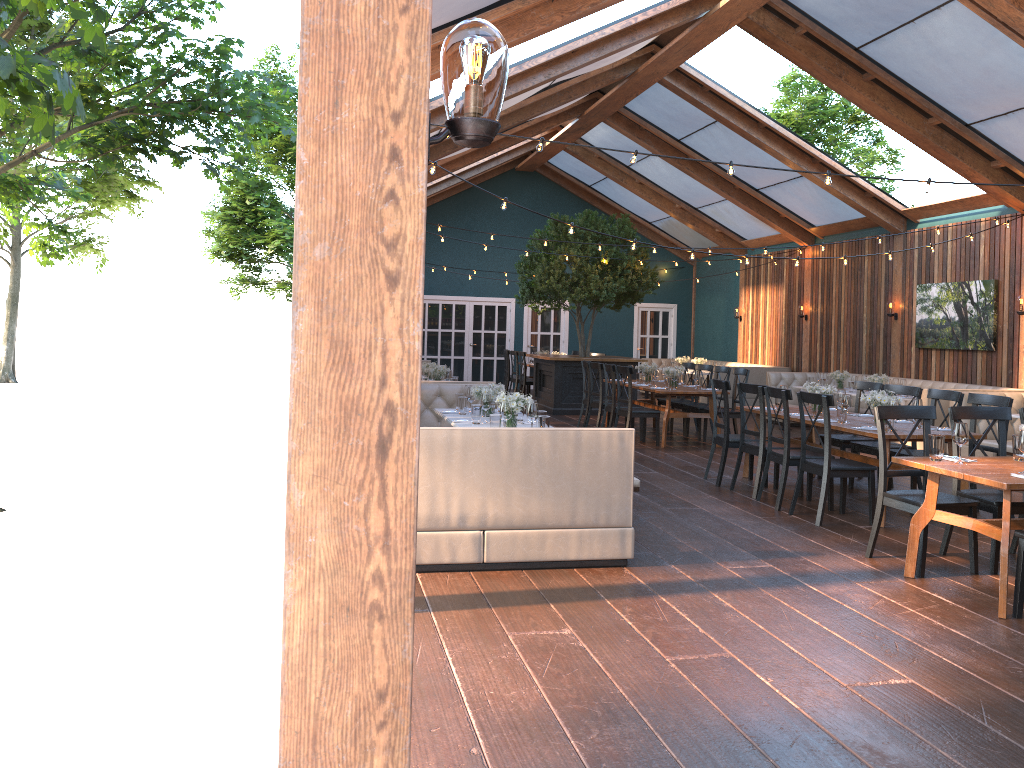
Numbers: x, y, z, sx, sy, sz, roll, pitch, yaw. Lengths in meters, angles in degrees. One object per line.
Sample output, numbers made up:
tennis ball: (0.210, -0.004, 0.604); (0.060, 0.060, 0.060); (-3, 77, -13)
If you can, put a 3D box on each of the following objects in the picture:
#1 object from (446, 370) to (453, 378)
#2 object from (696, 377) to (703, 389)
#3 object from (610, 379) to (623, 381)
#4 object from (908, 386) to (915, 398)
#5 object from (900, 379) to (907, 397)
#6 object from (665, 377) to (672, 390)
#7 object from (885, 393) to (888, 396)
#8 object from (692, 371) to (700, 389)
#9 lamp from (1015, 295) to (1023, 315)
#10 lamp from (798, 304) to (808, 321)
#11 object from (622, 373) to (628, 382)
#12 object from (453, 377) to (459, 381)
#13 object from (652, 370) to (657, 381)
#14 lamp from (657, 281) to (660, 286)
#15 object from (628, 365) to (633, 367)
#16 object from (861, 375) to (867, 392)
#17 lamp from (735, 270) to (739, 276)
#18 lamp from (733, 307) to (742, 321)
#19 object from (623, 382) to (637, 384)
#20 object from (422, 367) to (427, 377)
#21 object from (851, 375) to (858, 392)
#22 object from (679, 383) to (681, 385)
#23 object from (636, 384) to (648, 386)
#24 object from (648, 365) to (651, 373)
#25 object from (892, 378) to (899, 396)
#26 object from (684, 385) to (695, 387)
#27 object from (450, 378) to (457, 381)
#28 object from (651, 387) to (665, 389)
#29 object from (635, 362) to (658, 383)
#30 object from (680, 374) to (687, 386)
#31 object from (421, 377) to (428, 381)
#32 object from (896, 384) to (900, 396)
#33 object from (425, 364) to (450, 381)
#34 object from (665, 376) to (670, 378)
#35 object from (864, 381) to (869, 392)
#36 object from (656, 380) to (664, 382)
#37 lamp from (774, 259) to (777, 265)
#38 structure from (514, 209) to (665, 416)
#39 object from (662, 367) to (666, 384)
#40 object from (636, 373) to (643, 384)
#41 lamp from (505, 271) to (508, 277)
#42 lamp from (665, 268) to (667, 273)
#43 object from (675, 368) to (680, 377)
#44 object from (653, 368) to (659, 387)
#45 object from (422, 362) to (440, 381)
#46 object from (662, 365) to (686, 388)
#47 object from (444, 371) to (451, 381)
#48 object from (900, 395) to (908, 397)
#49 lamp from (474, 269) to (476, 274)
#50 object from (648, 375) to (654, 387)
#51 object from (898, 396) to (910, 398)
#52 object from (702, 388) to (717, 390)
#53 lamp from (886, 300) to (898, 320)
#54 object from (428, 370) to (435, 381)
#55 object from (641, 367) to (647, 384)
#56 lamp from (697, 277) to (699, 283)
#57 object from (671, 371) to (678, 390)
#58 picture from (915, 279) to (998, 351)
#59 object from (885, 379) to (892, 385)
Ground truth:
object: (-0.799, -0.053, 11.194); (0.092, 0.244, 0.092); (2, 0, 36)
object: (2.511, -0.014, 11.863); (0.092, 0.158, 0.092); (2, 1, 24)
object: (1.587, -0.059, 13.293); (0.255, 0.019, 0.158); (1, 4, -12)
object: (5.514, 0.108, 12.219); (0.092, 0.158, 0.092); (2, 1, 24)
object: (5.433, 0.058, 12.292); (0.092, 0.244, 0.092); (2, 0, 36)
object: (2.024, -0.003, 11.463); (0.092, 0.158, 0.092); (2, 1, 24)
object: (5.161, 0.097, 12.232); (0.092, 0.158, 0.092); (1, 1, -26)
object: (2.450, -0.054, 11.787); (0.092, 0.244, 0.092); (2, 0, 13)
lamp: (6.792, -1.025, 11.769); (0.178, 0.320, 0.146); (2, 0, -12)
lamp: (5.634, -1.392, 17.162); (0.178, 0.320, 0.146); (2, 0, -12)
object: (1.679, -0.116, 13.122); (0.092, 0.158, 0.092); (2, 1, 4)
object: (-0.728, -0.013, 11.275); (0.092, 0.158, 0.092); (1, 1, -26)
object: (2.178, -0.127, 13.531); (0.092, 0.158, 0.092); (2, 1, 14)
lamp: (2.920, -1.994, 17.595); (0.056, 0.121, 0.056); (1, 0, -36)
object: (1.769, -0.162, 13.223); (0.092, 0.244, 0.092); (2, 0, 36)
object: (5.277, -0.006, 13.261); (0.092, 0.244, 0.092); (2, 0, 36)
lamp: (4.424, -2.183, 17.387); (0.056, 0.118, 0.066); (1, 1, -36)
lamp: (5.057, -1.575, 19.850); (0.178, 0.320, 0.146); (2, 0, -12)
object: (1.732, -0.019, 12.707); (0.255, 0.019, 0.158); (1, 4, -12)
object: (-1.172, -0.099, 11.769); (0.092, 0.244, 0.092); (2, 0, 36)
object: (5.064, -0.002, 13.093); (0.092, 0.244, 0.092); (2, 0, 36)
object: (2.369, -0.003, 12.805); (0.255, 0.019, 0.158); (1, 4, -12)
object: (1.828, 0.015, 12.204); (0.255, 0.019, 0.158); (1, 4, -12)
object: (2.059, -0.168, 13.443); (0.092, 0.244, 0.092); (2, 0, -32)
object: (5.434, 0.044, 12.527); (0.092, 0.244, 0.092); (2, 0, 36)
object: (2.475, 0.029, 12.277); (0.255, 0.019, 0.158); (1, 4, -12)
object: (-0.719, 0.012, 10.886); (0.092, 0.158, 0.092); (2, 1, 24)
object: (1.948, 0.054, 11.634); (0.255, 0.019, 0.158); (1, 4, -12)
object: (1.999, -0.177, 13.040); (0.336, 0.309, 0.329); (1, 2, -17)
object: (2.411, -0.052, 12.432); (0.092, 0.158, 0.092); (2, 1, 44)
object: (-1.078, 0.001, 10.891); (0.092, 0.158, 0.092); (1, 1, -26)
object: (5.505, 0.083, 12.609); (0.092, 0.158, 0.092); (1, 1, -26)
object: (-0.961, -0.103, 11.405); (0.336, 0.309, 0.329); (2, 2, 4)
object: (2.273, -0.092, 12.950); (0.092, 0.158, 0.092); (2, 1, 14)
object: (5.348, 0.033, 13.343); (0.092, 0.158, 0.092); (1, 1, -26)
object: (2.236, -0.046, 13.371); (0.255, 0.019, 0.158); (1, 4, -12)
lamp: (5.148, -2.375, 17.293); (0.073, 0.115, 0.056); (2, 0, -6)
structure: (1.355, -1.351, 16.131); (2.714, 3.696, 2.854); (2, 1, -3)
object: (2.220, -0.126, 12.863); (0.092, 0.244, 0.092); (2, 0, -15)
object: (1.804, -0.077, 12.545); (0.092, 0.158, 0.092); (2, 1, -6)
lamp: (-0.133, -2.500, 20.097); (0.067, 0.118, 0.056); (2, 1, 32)
lamp: (3.873, -2.851, 22.222); (0.056, 0.121, 0.056); (1, 0, -30)
object: (2.300, -0.094, 12.338); (0.092, 0.244, 0.092); (2, 0, 30)
object: (1.976, -0.090, 12.148); (0.092, 0.244, 0.092); (2, 0, -9)
object: (-1.164, -0.167, 12.343); (0.336, 0.309, 0.329); (2, 2, 0)
object: (2.191, -0.108, 12.008); (0.329, 0.309, 0.336); (2, 2, 25)
object: (-0.800, -0.038, 10.958); (0.092, 0.244, 0.092); (2, 0, 36)
object: (5.585, 0.164, 12.464); (0.255, 0.019, 0.158); (1, 4, -12)
lamp: (-0.826, -2.503, 19.726); (0.056, 0.121, 0.056); (2, 0, 12)
object: (1.888, -0.042, 12.032); (0.092, 0.158, 0.092); (2, 1, 14)
object: (5.367, 0.178, 12.138); (0.157, 0.019, 0.255); (1, 4, -12)
object: (2.597, 0.068, 11.704); (0.255, 0.019, 0.158); (1, 4, -12)
lamp: (6.211, -1.209, 14.477); (0.178, 0.320, 0.146); (2, 0, -12)
object: (-1.003, -0.046, 10.991); (0.092, 0.244, 0.092); (2, 0, -9)
object: (1.885, -0.123, 12.641); (0.092, 0.244, 0.092); (2, 0, -15)
lamp: (3.676, -2.063, 17.488); (0.056, 0.121, 0.056); (1, 0, -35)
object: (2.124, -0.050, 11.575); (0.092, 0.244, 0.092); (2, 0, -9)
picture: (6.546, -1.011, 13.104); (0.065, 0.997, 1.653); (2, 2, -12)
object: (5.235, 0.051, 12.315); (0.092, 0.244, 0.092); (2, 0, -9)
